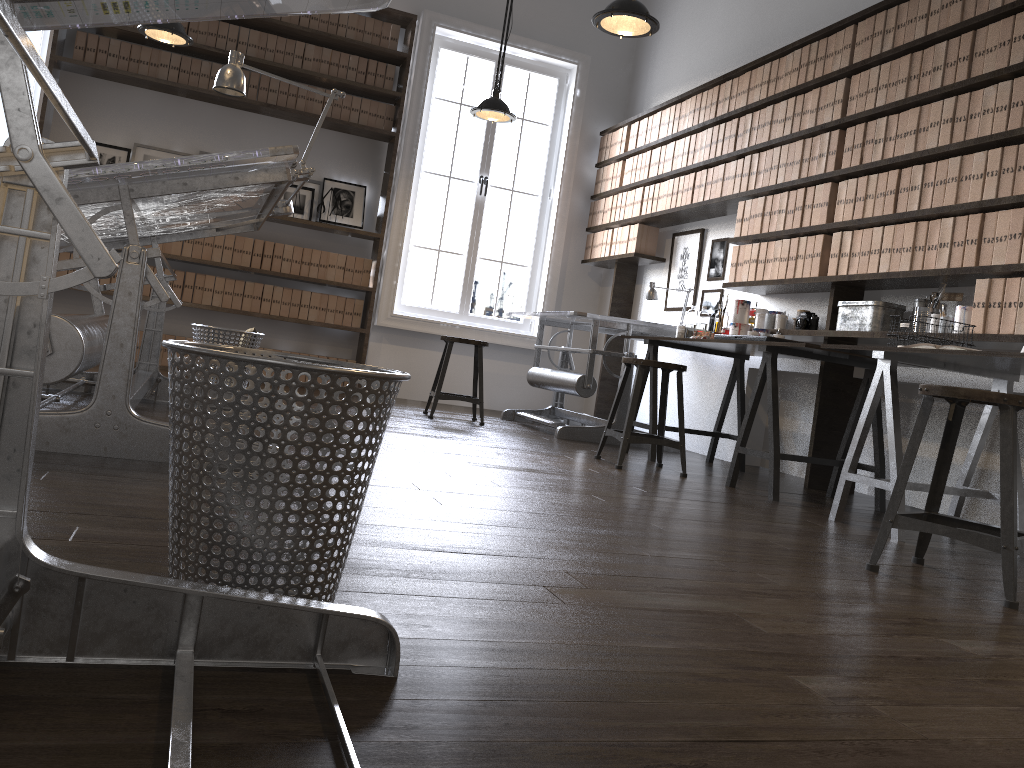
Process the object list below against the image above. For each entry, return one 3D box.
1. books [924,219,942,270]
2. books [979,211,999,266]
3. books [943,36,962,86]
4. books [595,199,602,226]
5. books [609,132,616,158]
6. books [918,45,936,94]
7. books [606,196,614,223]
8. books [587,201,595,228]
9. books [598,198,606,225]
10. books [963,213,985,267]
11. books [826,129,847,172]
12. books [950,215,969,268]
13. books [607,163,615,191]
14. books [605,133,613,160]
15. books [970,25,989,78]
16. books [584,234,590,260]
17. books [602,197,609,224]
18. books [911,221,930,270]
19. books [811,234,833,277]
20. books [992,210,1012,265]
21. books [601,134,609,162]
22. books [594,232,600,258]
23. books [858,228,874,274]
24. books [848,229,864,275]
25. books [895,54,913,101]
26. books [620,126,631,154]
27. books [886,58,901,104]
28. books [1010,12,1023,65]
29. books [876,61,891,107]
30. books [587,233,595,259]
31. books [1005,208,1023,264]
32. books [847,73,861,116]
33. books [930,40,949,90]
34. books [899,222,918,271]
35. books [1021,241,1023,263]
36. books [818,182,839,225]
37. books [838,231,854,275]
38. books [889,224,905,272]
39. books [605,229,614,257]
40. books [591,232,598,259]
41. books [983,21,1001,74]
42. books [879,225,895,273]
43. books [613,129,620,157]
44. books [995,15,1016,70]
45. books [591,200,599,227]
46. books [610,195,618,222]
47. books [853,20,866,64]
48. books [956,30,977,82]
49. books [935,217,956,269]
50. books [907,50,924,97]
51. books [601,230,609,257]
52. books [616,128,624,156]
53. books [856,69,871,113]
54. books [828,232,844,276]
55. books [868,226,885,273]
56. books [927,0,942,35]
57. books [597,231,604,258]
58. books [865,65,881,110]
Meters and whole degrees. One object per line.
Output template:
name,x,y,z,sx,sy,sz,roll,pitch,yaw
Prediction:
books,1.907,-0.593,3.877,0.174,0.226,0.067,8,-1,-19
books,2.004,-0.572,3.603,0.174,0.226,0.067,8,-1,-19
books,2.016,-1.403,3.928,0.174,0.226,0.067,8,-1,-19
books,0.790,-1.395,7.308,0.174,0.226,0.067,8,-1,-19
books,0.899,-1.934,7.242,0.174,0.226,0.067,8,-1,-19
books,1.968,-1.413,4.061,0.174,0.226,0.067,8,-1,-19
books,0.857,-1.380,7.102,0.174,0.226,0.067,8,-1,-19
books,0.738,-1.405,7.436,0.174,0.226,0.067,8,-1,-19
books,0.809,-1.390,7.240,0.174,0.226,0.067,8,-1,-19
books,1.974,-0.578,3.671,0.174,0.226,0.067,8,-1,-19
books,1.737,-1.190,4.604,0.174,0.226,0.067,8,-1,-19
books,1.955,-0.583,3.743,0.174,0.226,0.067,8,-1,-19
books,0.874,-1.655,7.169,0.174,0.226,0.067,8,-1,-19
books,0.872,-1.939,7.307,0.174,0.226,0.067,8,-1,-19
books,2.065,-1.392,3.787,0.174,0.226,0.067,8,-1,-19
books,0.706,-1.129,7.426,0.174,0.226,0.067,8,-1,-19
books,0.837,-1.384,7.174,0.174,0.226,0.067,8,-1,-19
books,1.884,-0.598,3.944,0.174,0.226,0.067,8,-1,-19
books,1.653,-0.648,4.588,0.174,0.226,0.067,8,-1,-19
books,2.023,-0.568,3.540,0.174,0.226,0.067,8,-1,-19
books,0.845,-1.945,7.374,0.174,0.226,0.067,8,-1,-19
books,0.775,-1.114,7.223,0.174,0.226,0.067,8,-1,-19
books,1.771,-0.622,4.264,0.174,0.226,0.067,8,-1,-19
books,1.749,-0.627,4.331,0.174,0.226,0.067,8,-1,-19
books,1.917,-1.424,4.190,0.174,0.226,0.067,8,-1,-19
books,0.965,-1.919,7.040,0.174,0.226,0.067,8,-1,-19
books,1.899,-1.428,4.255,0.174,0.226,0.067,8,-1,-19
books,2.125,-1.379,3.595,0.174,0.226,0.067,8,-1,-19
books,1.877,-1.433,4.313,0.174,0.226,0.067,8,-1,-19
books,0.726,-1.125,7.353,0.174,0.226,0.067,8,-1,-19
books,2.040,-0.564,3.479,0.174,0.226,0.067,8,-1,-19
books,1.810,-1.448,4.515,0.174,0.226,0.067,8,-1,-19
books,1.988,-1.409,3.993,0.174,0.226,0.067,8,-1,-19
books,1.856,-0.604,4.006,0.174,0.226,0.067,8,-1,-19
books,2.064,-0.559,3.411,0.174,0.226,0.067,8,-1,-19
books,1.692,-0.916,4.592,0.174,0.226,0.067,8,-1,-19
books,1.723,-0.633,4.395,0.174,0.226,0.067,8,-1,-19
books,1.838,-0.608,4.070,0.174,0.226,0.067,8,-1,-19
books,0.843,-1.100,7.026,0.174,0.226,0.067,8,-1,-19
books,0.755,-1.119,7.285,0.174,0.226,0.067,8,-1,-19
books,2.084,-1.388,3.724,0.174,0.226,0.067,8,-1,-19
books,1.816,-0.612,4.129,0.174,0.226,0.067,8,-1,-19
books,0.920,-1.929,7.176,0.174,0.226,0.067,8,-1,-19
books,2.101,-1.384,3.663,0.174,0.226,0.067,8,-1,-19
books,0.766,-1.400,7.375,0.174,0.226,0.067,8,-1,-19
books,0.886,-1.374,7.033,0.174,0.226,0.067,8,-1,-19
books,1.847,-1.723,4.525,0.174,0.226,0.067,8,-1,-19
books,2.035,-1.399,3.855,0.174,0.226,0.067,8,-1,-19
books,1.927,-0.588,3.809,0.174,0.226,0.067,8,-1,-19
books,1.945,-1.418,4.128,0.174,0.226,0.067,8,-1,-19
books,0.816,-1.105,7.093,0.174,0.226,0.067,8,-1,-19
books,0.940,-1.925,7.108,0.174,0.226,0.067,8,-1,-19
books,1.832,-1.443,4.449,0.174,0.226,0.067,8,-1,-19
books,1.695,-0.638,4.463,0.174,0.226,0.067,8,-1,-19
books,1.790,-0.618,4.197,0.174,0.226,0.067,8,-1,-19
books,2.008,-1.688,4.062,0.174,0.226,0.067,8,-1,-19
books,0.792,-1.110,7.162,0.174,0.226,0.067,8,-1,-19
books,1.851,-1.438,4.381,0.174,0.226,0.067,8,-1,-19
